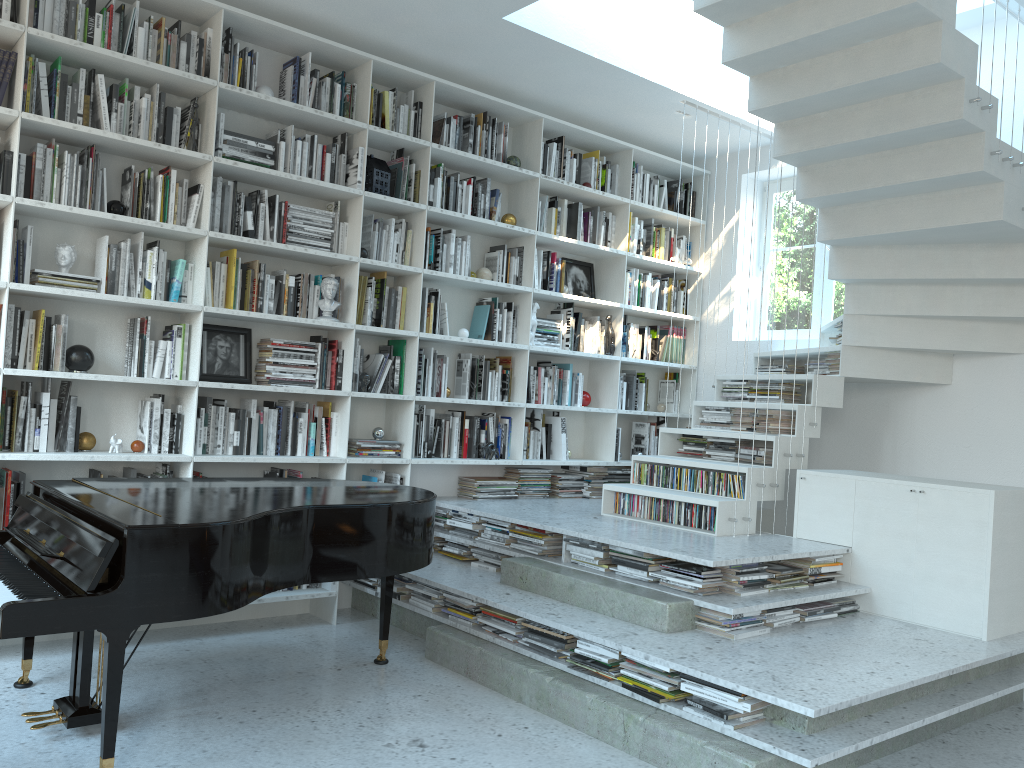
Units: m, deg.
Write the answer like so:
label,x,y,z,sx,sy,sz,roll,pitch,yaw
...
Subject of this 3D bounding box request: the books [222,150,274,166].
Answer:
label,x,y,z,sx,sy,sz,roll,pitch,yaw
books,-1.412,-1.170,4.639,0.285,0.012,0.159,5,-2,-42

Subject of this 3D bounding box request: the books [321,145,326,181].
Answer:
label,x,y,z,sx,sy,sz,roll,pitch,yaw
books,-1.076,-1.190,4.901,0.012,0.230,0.158,4,-1,-39

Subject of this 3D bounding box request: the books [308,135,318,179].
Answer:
label,x,y,z,sx,sy,sz,roll,pitch,yaw
books,-1.125,-1.214,4.864,0.023,0.269,0.184,4,-1,-39

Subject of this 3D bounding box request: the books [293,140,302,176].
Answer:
label,x,y,z,sx,sy,sz,roll,pitch,yaw
books,-1.198,-1.193,4.803,0.027,0.216,0.190,4,-1,-39

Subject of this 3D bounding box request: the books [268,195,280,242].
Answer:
label,x,y,z,sx,sy,sz,roll,pitch,yaw
books,-1.298,-0.861,4.726,0.021,0.269,0.191,4,-1,-39

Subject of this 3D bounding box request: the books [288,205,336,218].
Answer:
label,x,y,z,sx,sy,sz,roll,pitch,yaw
books,-1.135,-0.939,4.869,0.285,0.012,0.159,5,-2,-44

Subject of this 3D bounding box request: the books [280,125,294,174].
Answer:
label,x,y,z,sx,sy,sz,roll,pitch,yaw
books,-1.226,-1.230,4.761,0.011,0.284,0.190,4,-1,-39

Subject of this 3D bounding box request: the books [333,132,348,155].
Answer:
label,x,y,z,sx,sy,sz,roll,pitch,yaw
books,-0.976,-1.234,4.989,0.012,0.334,0.155,4,-1,-39

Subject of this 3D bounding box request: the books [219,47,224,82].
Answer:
label,x,y,z,sx,sy,sz,roll,pitch,yaw
books,-1.524,-1.595,4.539,0.023,0.228,0.157,4,-1,-39

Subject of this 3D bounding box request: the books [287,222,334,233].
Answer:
label,x,y,z,sx,sy,sz,roll,pitch,yaw
books,-1.143,-0.852,4.871,0.285,0.012,0.159,5,-2,-36

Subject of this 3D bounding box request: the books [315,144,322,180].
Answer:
label,x,y,z,sx,sy,sz,roll,pitch,yaw
books,-1.103,-1.189,4.872,0.023,0.223,0.190,4,-1,-39

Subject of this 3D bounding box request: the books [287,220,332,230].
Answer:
label,x,y,z,sx,sy,sz,roll,pitch,yaw
books,-1.143,-0.865,4.872,0.254,0.012,0.161,5,-2,-42

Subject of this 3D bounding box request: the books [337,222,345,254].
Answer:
label,x,y,z,sx,sy,sz,roll,pitch,yaw
books,-1.000,-0.800,4.992,0.030,0.198,0.172,4,-1,-39

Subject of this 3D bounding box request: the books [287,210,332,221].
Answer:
label,x,y,z,sx,sy,sz,roll,pitch,yaw
books,-1.141,-0.915,4.874,0.254,0.012,0.161,5,-2,-37

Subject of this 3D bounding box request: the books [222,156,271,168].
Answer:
label,x,y,z,sx,sy,sz,roll,pitch,yaw
books,-1.411,-1.145,4.636,0.254,0.012,0.161,5,-2,-34

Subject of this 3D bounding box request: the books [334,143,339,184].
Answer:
label,x,y,z,sx,sy,sz,roll,pitch,yaw
books,-1.020,-1.201,4.961,0.029,0.261,0.133,4,-1,-39

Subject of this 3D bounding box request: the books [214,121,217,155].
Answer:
label,x,y,z,sx,sy,sz,roll,pitch,yaw
books,-1.546,-1.224,4.527,0.013,0.218,0.141,4,-1,-39

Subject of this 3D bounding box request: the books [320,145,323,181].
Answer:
label,x,y,z,sx,sy,sz,roll,pitch,yaw
books,-1.089,-1.191,4.899,0.010,0.230,0.152,4,-1,-39

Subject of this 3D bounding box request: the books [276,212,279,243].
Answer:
label,x,y,z,sx,sy,sz,roll,pitch,yaw
books,-1.292,-0.833,4.752,0.024,0.216,0.132,4,-1,-39

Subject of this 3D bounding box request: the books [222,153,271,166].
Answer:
label,x,y,z,sx,sy,sz,roll,pitch,yaw
books,-1.413,-1.158,4.639,0.254,0.012,0.161,5,-2,-42

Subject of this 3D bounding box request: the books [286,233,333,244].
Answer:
label,x,y,z,sx,sy,sz,roll,pitch,yaw
books,-1.147,-0.792,4.871,0.285,0.012,0.159,5,-2,-42

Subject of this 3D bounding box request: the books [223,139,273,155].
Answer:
label,x,y,z,sx,sy,sz,roll,pitch,yaw
books,-1.406,-1.224,4.639,0.254,0.025,0.161,5,-2,-43

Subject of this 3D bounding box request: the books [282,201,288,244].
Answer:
label,x,y,z,sx,sy,sz,roll,pitch,yaw
books,-1.252,-0.846,4.757,0.013,0.247,0.176,4,-1,-39

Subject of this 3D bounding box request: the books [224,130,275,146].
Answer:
label,x,y,z,sx,sy,sz,roll,pitch,yaw
books,-1.409,-1.273,4.647,0.285,0.024,0.159,5,-2,-39

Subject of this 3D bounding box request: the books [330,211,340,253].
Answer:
label,x,y,z,sx,sy,sz,roll,pitch,yaw
books,-1.016,-0.829,4.961,0.012,0.254,0.161,4,-1,-39

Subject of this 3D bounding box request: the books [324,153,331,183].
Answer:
label,x,y,z,sx,sy,sz,roll,pitch,yaw
books,-1.059,-1.168,4.911,0.029,0.188,0.176,4,-1,-39

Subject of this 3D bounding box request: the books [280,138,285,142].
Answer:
label,x,y,z,sx,sy,sz,roll,pitch,yaw
books,-1.268,-1.202,4.781,0.024,0.223,0.128,4,-1,-39

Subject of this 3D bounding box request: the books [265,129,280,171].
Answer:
label,x,y,z,sx,sy,sz,roll,pitch,yaw
books,-1.284,-1.220,4.734,0.012,0.254,0.161,4,-1,-39

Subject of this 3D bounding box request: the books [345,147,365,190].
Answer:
label,x,y,z,sx,sy,sz,roll,pitch,yaw
books,-0.912,-1.182,4.961,0.037,0.237,0.272,4,-1,-39

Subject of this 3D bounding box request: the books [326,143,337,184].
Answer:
label,x,y,z,sx,sy,sz,roll,pitch,yaw
books,-1.034,-1.196,4.930,0.032,0.248,0.173,4,-1,-39

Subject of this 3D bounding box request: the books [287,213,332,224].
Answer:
label,x,y,z,sx,sy,sz,roll,pitch,yaw
books,-1.138,-0.901,4.869,0.254,0.012,0.161,5,-2,-34

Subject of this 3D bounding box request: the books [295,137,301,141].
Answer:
label,x,y,z,sx,sy,sz,roll,pitch,yaw
books,-1.190,-1.206,4.825,0.012,0.244,0.131,4,-1,-39

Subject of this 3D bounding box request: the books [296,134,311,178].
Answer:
label,x,y,z,sx,sy,sz,roll,pitch,yaw
books,-1.158,-1.218,4.864,0.029,0.273,0.140,4,-1,-39

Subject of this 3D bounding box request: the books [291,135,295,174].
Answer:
label,x,y,z,sx,sy,sz,roll,pitch,yaw
books,-1.225,-1.206,4.783,0.021,0.237,0.171,4,-1,-39

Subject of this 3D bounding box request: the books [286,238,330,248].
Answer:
label,x,y,z,sx,sy,sz,roll,pitch,yaw
books,-1.153,-0.768,4.875,0.254,0.012,0.161,5,-2,-39

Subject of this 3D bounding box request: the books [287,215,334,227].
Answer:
label,x,y,z,sx,sy,sz,roll,pitch,yaw
books,-1.144,-0.889,4.876,0.285,0.012,0.159,5,-2,-40

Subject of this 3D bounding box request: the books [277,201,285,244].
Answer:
label,x,y,z,sx,sy,sz,roll,pitch,yaw
books,-1.271,-0.846,4.757,0.015,0.245,0.183,4,-1,-39

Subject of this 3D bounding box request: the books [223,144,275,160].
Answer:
label,x,y,z,sx,sy,sz,roll,pitch,yaw
books,-1.406,-1.199,4.637,0.285,0.024,0.159,5,-2,-34

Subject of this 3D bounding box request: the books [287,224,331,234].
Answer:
label,x,y,z,sx,sy,sz,roll,pitch,yaw
books,-1.147,-0.840,4.875,0.254,0.012,0.161,5,-2,-38

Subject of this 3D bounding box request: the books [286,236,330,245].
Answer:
label,x,y,z,sx,sy,sz,roll,pitch,yaw
books,-1.150,-0.780,4.874,0.254,0.012,0.161,5,-2,-40

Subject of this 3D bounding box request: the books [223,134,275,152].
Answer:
label,x,y,z,sx,sy,sz,roll,pitch,yaw
books,-1.408,-1.248,4.643,0.285,0.024,0.159,5,-2,-37

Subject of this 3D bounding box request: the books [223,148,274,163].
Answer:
label,x,y,z,sx,sy,sz,roll,pitch,yaw
books,-1.413,-1.182,4.641,0.285,0.012,0.159,5,-2,-41

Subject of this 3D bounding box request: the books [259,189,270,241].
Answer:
label,x,y,z,sx,sy,sz,roll,pitch,yaw
books,-1.333,-0.874,4.714,0.049,0.291,0.162,4,-1,-39

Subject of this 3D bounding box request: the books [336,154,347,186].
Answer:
label,x,y,z,sx,sy,sz,roll,pitch,yaw
books,-0.991,-1.169,4.968,0.029,0.202,0.191,4,-1,-39

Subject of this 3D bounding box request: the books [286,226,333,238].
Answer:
label,x,y,z,sx,sy,sz,roll,pitch,yaw
books,-1.148,-0.828,4.875,0.285,0.012,0.159,5,-2,-38

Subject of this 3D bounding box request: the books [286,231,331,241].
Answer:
label,x,y,z,sx,sy,sz,roll,pitch,yaw
books,-1.147,-0.804,4.873,0.254,0.012,0.161,5,-2,-37

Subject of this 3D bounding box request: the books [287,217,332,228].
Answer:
label,x,y,z,sx,sy,sz,roll,pitch,yaw
books,-1.143,-0.877,4.873,0.254,0.012,0.161,5,-2,-37

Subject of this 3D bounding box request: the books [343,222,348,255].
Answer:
label,x,y,z,sx,sy,sz,roll,pitch,yaw
books,-0.980,-0.801,5.015,0.030,0.205,0.158,4,-1,-39

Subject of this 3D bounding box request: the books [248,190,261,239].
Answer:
label,x,y,z,sx,sy,sz,roll,pitch,yaw
books,-1.375,-0.875,4.685,0.022,0.285,0.130,4,-1,-39

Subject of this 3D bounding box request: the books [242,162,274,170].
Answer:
label,x,y,z,sx,sy,sz,roll,pitch,yaw
books,-1.414,-1.133,4.639,0.285,0.012,0.159,5,-2,-36

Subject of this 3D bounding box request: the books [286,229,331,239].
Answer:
label,x,y,z,sx,sy,sz,roll,pitch,yaw
books,-1.147,-0.817,4.873,0.254,0.012,0.161,5,-2,-41

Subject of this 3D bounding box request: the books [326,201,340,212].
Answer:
label,x,y,z,sx,sy,sz,roll,pitch,yaw
books,-1.014,-0.861,4.982,0.012,0.319,0.139,4,-1,-39

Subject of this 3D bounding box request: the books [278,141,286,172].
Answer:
label,x,y,z,sx,sy,sz,roll,pitch,yaw
books,-1.269,-1.185,4.742,0.025,0.187,0.193,4,-1,-39

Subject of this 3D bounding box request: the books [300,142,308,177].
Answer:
label,x,y,z,sx,sy,sz,roll,pitch,yaw
books,-1.169,-1.192,4.830,0.028,0.219,0.183,4,-1,-39

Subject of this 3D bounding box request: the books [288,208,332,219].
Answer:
label,x,y,z,sx,sy,sz,roll,pitch,yaw
books,-1.143,-0.927,4.877,0.254,0.012,0.161,5,-2,-39

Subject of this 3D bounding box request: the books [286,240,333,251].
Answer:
label,x,y,z,sx,sy,sz,roll,pitch,yaw
books,-1.152,-0.756,4.874,0.285,0.012,0.159,5,-2,-38

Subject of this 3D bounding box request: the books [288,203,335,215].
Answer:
label,x,y,z,sx,sy,sz,roll,pitch,yaw
books,-1.139,-0.951,4.874,0.285,0.012,0.159,5,-2,-37

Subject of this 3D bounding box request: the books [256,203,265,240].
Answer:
label,x,y,z,sx,sy,sz,roll,pitch,yaw
books,-1.355,-0.839,4.694,0.024,0.216,0.148,4,-1,-39
